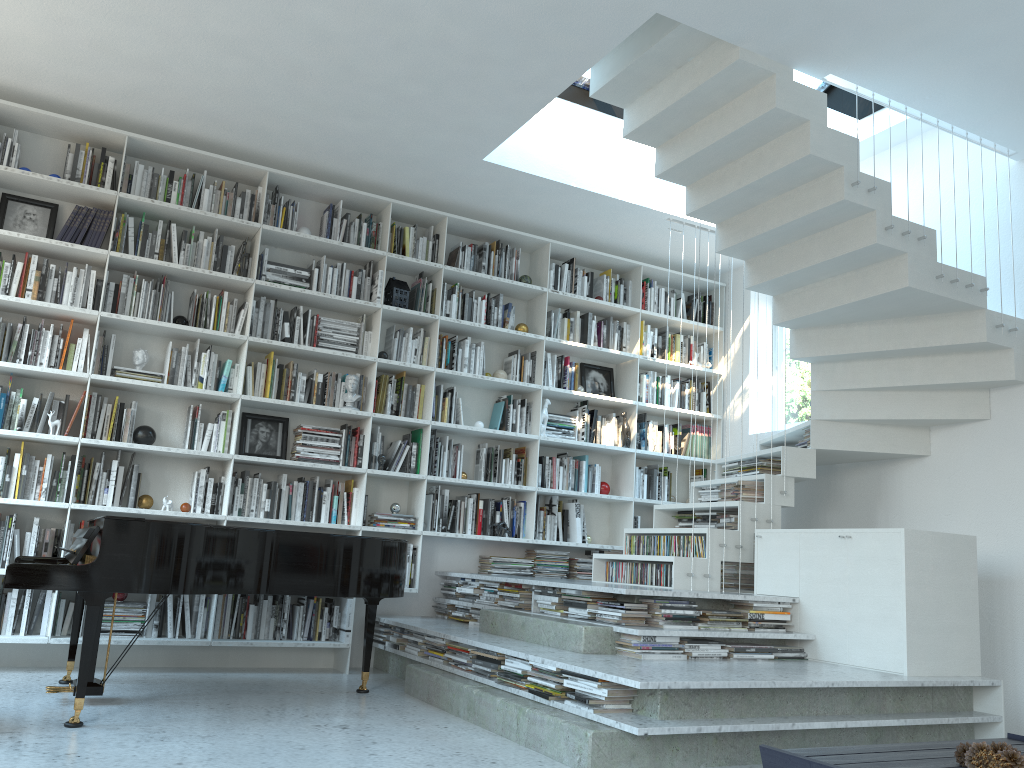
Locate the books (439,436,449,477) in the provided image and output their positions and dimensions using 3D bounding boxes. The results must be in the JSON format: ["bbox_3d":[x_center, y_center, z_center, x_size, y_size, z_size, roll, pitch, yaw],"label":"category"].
[{"bbox_3d":[-0.493,0.518,6.183,0.014,0.296,0.175,9,-12,-27],"label":"books"}]

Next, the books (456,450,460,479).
[{"bbox_3d":[-0.413,0.577,6.225,0.014,0.207,0.181,9,-12,-27],"label":"books"}]

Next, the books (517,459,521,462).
[{"bbox_3d":[0.022,0.652,6.456,0.016,0.205,0.141,9,-12,-27],"label":"books"}]

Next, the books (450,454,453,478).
[{"bbox_3d":[-0.452,0.588,6.217,0.013,0.178,0.140,9,-12,-27],"label":"books"}]

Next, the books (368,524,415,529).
[{"bbox_3d":[-0.806,0.948,5.905,0.285,0.012,0.160,8,-12,-22],"label":"books"}]

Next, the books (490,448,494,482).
[{"bbox_3d":[-0.175,0.592,6.358,0.008,0.258,0.158,9,-12,-26],"label":"books"}]

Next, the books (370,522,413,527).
[{"bbox_3d":[-0.804,0.936,5.905,0.254,0.012,0.161,8,-12,-21],"label":"books"}]

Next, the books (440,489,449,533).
[{"bbox_3d":[-0.495,0.879,6.118,0.030,0.294,0.189,9,-12,-27],"label":"books"}]

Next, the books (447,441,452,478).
[{"bbox_3d":[-0.468,0.538,6.199,0.012,0.266,0.183,9,-12,-27],"label":"books"}]

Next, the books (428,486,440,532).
[{"bbox_3d":[-0.545,0.860,6.095,0.010,0.315,0.187,9,-12,-27],"label":"books"}]

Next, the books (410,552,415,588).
[{"bbox_3d":[-0.683,1.230,5.877,0.013,0.232,0.149,9,-12,-27],"label":"books"}]

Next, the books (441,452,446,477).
[{"bbox_3d":[-0.509,0.570,6.168,0.013,0.186,0.184,9,-12,-27],"label":"books"}]

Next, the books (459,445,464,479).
[{"bbox_3d":[-0.390,0.561,6.247,0.013,0.250,0.173,9,-12,-27],"label":"books"}]

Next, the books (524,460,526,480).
[{"bbox_3d":[0.061,0.647,6.494,0.007,0.235,0.132,9,-12,-27],"label":"books"}]

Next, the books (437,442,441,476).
[{"bbox_3d":[-0.541,0.535,6.160,0.013,0.248,0.165,9,-12,-27],"label":"books"}]

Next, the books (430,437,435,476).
[{"bbox_3d":[-0.579,0.514,6.148,0.006,0.281,0.155,9,-12,-27],"label":"books"}]

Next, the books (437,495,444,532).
[{"bbox_3d":[-0.520,0.894,6.104,0.023,0.256,0.178,9,-12,-27],"label":"books"}]

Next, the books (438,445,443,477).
[{"bbox_3d":[-0.526,0.546,6.154,0.011,0.226,0.188,9,-12,-27],"label":"books"}]

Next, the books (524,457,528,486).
[{"bbox_3d":[0.071,0.652,6.489,0.009,0.223,0.146,9,-12,-27],"label":"books"}]

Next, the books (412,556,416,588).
[{"bbox_3d":[-0.679,1.247,5.891,0.012,0.205,0.161,9,-12,-27],"label":"books"}]

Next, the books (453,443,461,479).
[{"bbox_3d":[-0.401,0.554,6.241,0.014,0.260,0.142,9,-12,-27],"label":"books"}]

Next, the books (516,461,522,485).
[{"bbox_3d":[0.020,0.658,6.423,0.016,0.180,0.189,9,-12,-27],"label":"books"}]

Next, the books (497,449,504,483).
[{"bbox_3d":[-0.116,0.602,6.365,0.018,0.250,0.184,9,-12,-27],"label":"books"}]

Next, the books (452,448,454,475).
[{"bbox_3d":[-0.442,0.568,6.227,0.008,0.222,0.134,9,-12,-27],"label":"books"}]

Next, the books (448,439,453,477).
[{"bbox_3d":[-0.457,0.535,6.223,0.006,0.284,0.159,9,-12,-27],"label":"books"}]

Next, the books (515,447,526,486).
[{"bbox_3d":[0.055,0.609,6.461,0.007,0.295,0.162,9,-12,-26],"label":"books"}]

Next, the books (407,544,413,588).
[{"bbox_3d":[-0.707,1.199,5.861,0.021,0.284,0.172,9,-12,-27],"label":"books"}]

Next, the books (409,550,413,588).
[{"bbox_3d":[-0.701,1.212,5.887,0.015,0.270,0.158,9,-12,-27],"label":"books"}]

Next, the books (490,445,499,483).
[{"bbox_3d":[-0.138,0.587,6.385,0.007,0.284,0.159,9,-12,-27],"label":"books"}]

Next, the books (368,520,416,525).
[{"bbox_3d":[-0.802,0.924,5.905,0.285,0.012,0.160,9,-12,-24],"label":"books"}]

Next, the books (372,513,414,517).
[{"bbox_3d":[-0.798,0.876,5.910,0.254,0.012,0.161,7,-12,-18],"label":"books"}]

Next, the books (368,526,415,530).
[{"bbox_3d":[-0.805,0.959,5.898,0.285,0.012,0.160,9,-12,-24],"label":"books"}]

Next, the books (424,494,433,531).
[{"bbox_3d":[-0.586,0.889,6.090,0.012,0.253,0.161,9,-12,-27],"label":"books"}]

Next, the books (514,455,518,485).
[{"bbox_3d":[-0.007,0.634,6.442,0.021,0.231,0.155,9,-12,-27],"label":"books"}]

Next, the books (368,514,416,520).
[{"bbox_3d":[-0.801,0.889,5.914,0.285,0.012,0.160,8,-12,-23],"label":"books"}]

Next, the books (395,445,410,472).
[{"bbox_3d":[-0.777,0.523,6.045,0.091,0.205,0.169,9,-12,-27],"label":"books"}]

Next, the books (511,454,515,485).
[{"bbox_3d":[-0.032,0.628,6.415,0.018,0.229,0.182,9,-12,-27],"label":"books"}]

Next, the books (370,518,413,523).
[{"bbox_3d":[-0.803,0.913,5.911,0.254,0.012,0.161,8,-12,-22],"label":"books"}]

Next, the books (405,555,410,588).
[{"bbox_3d":[-0.720,1.232,5.841,0.011,0.211,0.178,9,-12,-27],"label":"books"}]

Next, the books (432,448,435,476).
[{"bbox_3d":[-0.576,0.554,6.152,0.013,0.204,0.154,9,-12,-27],"label":"books"}]

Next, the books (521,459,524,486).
[{"bbox_3d":[0.039,0.654,6.454,0.013,0.203,0.158,9,-12,-27],"label":"books"}]

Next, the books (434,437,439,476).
[{"bbox_3d":[-0.547,0.516,6.157,0.005,0.283,0.159,9,-12,-26],"label":"books"}]

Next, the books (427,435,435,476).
[{"bbox_3d":[-0.589,0.505,6.146,0.018,0.294,0.177,9,-12,-27],"label":"books"}]

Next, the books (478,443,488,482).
[{"bbox_3d":[-0.219,0.573,6.354,0.016,0.289,0.131,9,-12,-27],"label":"books"}]

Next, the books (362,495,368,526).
[{"bbox_3d":[-1.000,0.844,5.888,0.030,0.210,0.136,9,-12,-27],"label":"books"}]

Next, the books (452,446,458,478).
[{"bbox_3d":[-0.427,0.561,6.225,0.015,0.238,0.176,9,-12,-27],"label":"books"}]

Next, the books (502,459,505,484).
[{"bbox_3d":[-0.102,0.638,6.366,0.018,0.182,0.182,9,-12,-27],"label":"books"}]

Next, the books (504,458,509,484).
[{"bbox_3d":[-0.070,0.639,6.395,0.015,0.194,0.176,9,-12,-27],"label":"books"}]

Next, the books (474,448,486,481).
[{"bbox_3d":[-0.229,0.587,6.331,0.019,0.251,0.130,9,-12,-27],"label":"books"}]

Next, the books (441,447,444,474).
[{"bbox_3d":[-0.522,0.554,6.169,0.013,0.218,0.161,9,-12,-27],"label":"books"}]

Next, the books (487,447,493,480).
[{"bbox_3d":[-0.186,0.589,6.353,0.015,0.261,0.150,9,-12,-27],"label":"books"}]

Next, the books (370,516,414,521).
[{"bbox_3d":[-0.798,0.899,5.904,0.254,0.012,0.161,9,-13,-27],"label":"books"}]

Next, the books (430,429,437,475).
[{"bbox_3d":[-0.567,0.489,6.177,0.007,0.341,0.149,9,-12,-27],"label":"books"}]

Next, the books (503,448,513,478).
[{"bbox_3d":[-0.042,0.604,6.414,0.006,0.273,0.173,9,-12,-26],"label":"books"}]

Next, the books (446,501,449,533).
[{"bbox_3d":[-0.482,0.892,6.134,0.010,0.276,0.174,9,-12,-27],"label":"books"}]

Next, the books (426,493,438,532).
[{"bbox_3d":[-0.561,0.884,6.082,0.023,0.262,0.187,9,-12,-27],"label":"books"}]

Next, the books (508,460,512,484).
[{"bbox_3d":[-0.054,0.647,6.397,0.019,0.182,0.191,9,-12,-27],"label":"books"}]

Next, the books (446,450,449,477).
[{"bbox_3d":[-0.486,0.569,6.198,0.013,0.203,0.167,9,-12,-27],"label":"books"}]

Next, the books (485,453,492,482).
[{"bbox_3d":[-0.195,0.607,6.330,0.016,0.215,0.178,9,-12,-27],"label":"books"}]
